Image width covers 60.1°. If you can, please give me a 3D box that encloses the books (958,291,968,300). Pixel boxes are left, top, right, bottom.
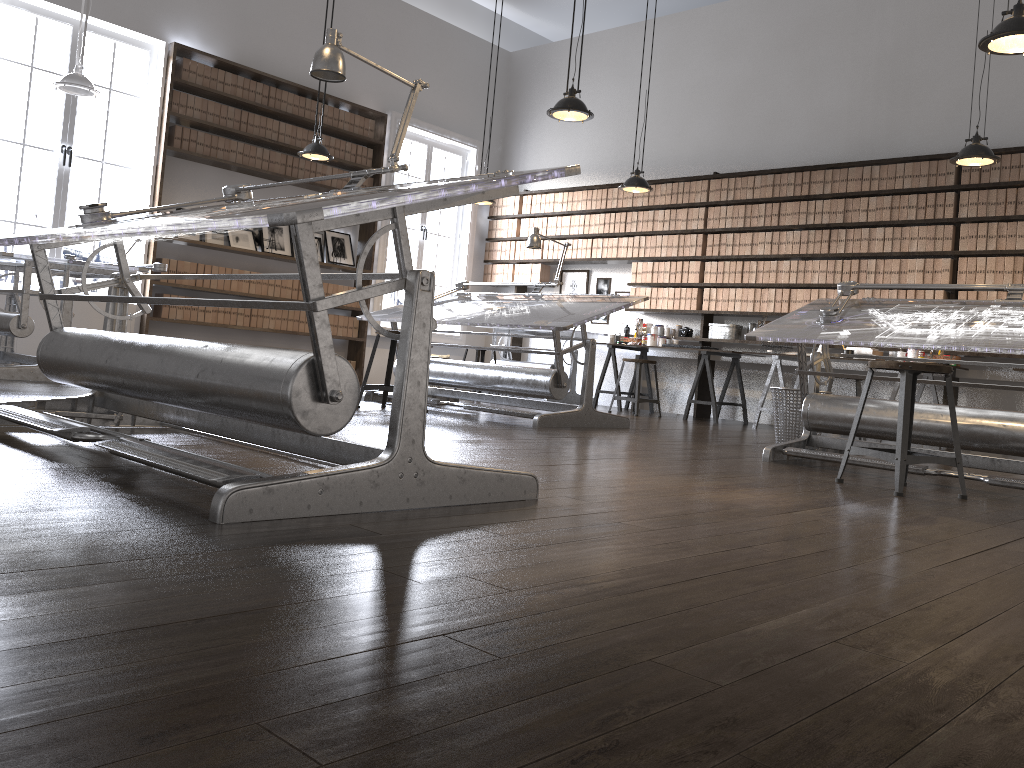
[{"bbox_3d":[3.716,-0.641,7.263,0.067,0.226,0.174,4,-1,43],"label":"books"}]

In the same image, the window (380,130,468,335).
[{"bbox_3d":[-1.066,-1.752,10.416,0.153,2.313,1.241,4,-2,43],"label":"window"}]

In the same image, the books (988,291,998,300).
[{"bbox_3d":[3.874,-0.623,7.110,0.067,0.226,0.174,4,-1,43],"label":"books"}]

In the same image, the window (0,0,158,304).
[{"bbox_3d":[-3.837,-1.927,7.598,0.153,2.501,1.478,4,-2,43],"label":"window"}]

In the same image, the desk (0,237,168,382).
[{"bbox_3d":[-3.123,-0.638,6.106,1.271,1.190,1.168,5,0,43],"label":"desk"}]

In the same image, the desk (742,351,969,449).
[{"bbox_3d":[2.829,0.129,7.472,1.672,0.670,0.654,6,0,43],"label":"desk"}]

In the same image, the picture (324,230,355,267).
[{"bbox_3d":[-1.882,-1.483,9.664,0.161,0.365,0.342,4,-1,43],"label":"picture"}]

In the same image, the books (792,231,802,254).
[{"bbox_3d":[2.695,-1.304,8.267,0.067,0.226,0.174,4,-1,43],"label":"books"}]

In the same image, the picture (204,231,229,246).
[{"bbox_3d":[-2.821,-1.513,8.691,0.083,0.366,0.414,4,-1,43],"label":"picture"}]

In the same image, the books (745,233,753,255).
[{"bbox_3d":[2.341,-1.343,8.597,0.067,0.226,0.174,4,-1,43],"label":"books"}]

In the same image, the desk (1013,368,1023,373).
[{"bbox_3d":[4.394,0.302,6.014,1.672,0.670,0.654,6,0,43],"label":"desk"}]

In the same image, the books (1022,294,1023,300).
[{"bbox_3d":[4.026,-0.606,6.966,0.067,0.226,0.174,4,-1,43],"label":"books"}]

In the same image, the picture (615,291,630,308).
[{"bbox_3d":[1.238,-0.934,9.797,0.251,0.184,0.023,5,-1,43],"label":"picture"}]

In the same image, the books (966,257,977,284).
[{"bbox_3d":[3.778,-0.911,7.234,0.067,0.226,0.174,4,-1,43],"label":"books"}]

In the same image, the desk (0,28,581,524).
[{"bbox_3d":[-0.810,-0.453,2.784,2.073,1.388,1.073,5,0,43],"label":"desk"}]

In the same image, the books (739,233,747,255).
[{"bbox_3d":[2.296,-1.348,8.648,0.067,0.226,0.174,4,-1,43],"label":"books"}]

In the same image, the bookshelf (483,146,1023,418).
[{"bbox_3d":[3.061,-0.416,7.953,9.196,3.211,0.372,6,-1,43],"label":"bookshelf"}]

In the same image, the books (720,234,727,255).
[{"bbox_3d":[2.141,-1.365,8.793,0.067,0.226,0.174,4,-1,43],"label":"books"}]

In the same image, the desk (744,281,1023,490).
[{"bbox_3d":[2.305,-0.208,4.221,2.073,1.388,1.073,5,0,43],"label":"desk"}]

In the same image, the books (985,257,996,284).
[{"bbox_3d":[3.881,-0.899,7.136,0.067,0.226,0.174,4,-1,43],"label":"books"}]

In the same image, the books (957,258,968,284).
[{"bbox_3d":[3.729,-0.916,7.283,0.067,0.226,0.174,4,-1,43],"label":"books"}]

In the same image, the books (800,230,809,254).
[{"bbox_3d":[2.748,-1.298,8.218,0.067,0.226,0.174,4,-1,43],"label":"books"}]

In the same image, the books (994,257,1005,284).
[{"bbox_3d":[3.928,-0.894,7.094,0.067,0.226,0.174,4,-1,43],"label":"books"}]

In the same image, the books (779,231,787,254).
[{"bbox_3d":[2.596,-1.315,8.369,0.067,0.226,0.174,4,-1,43],"label":"books"}]

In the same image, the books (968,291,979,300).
[{"bbox_3d":[3.767,-0.635,7.209,0.067,0.226,0.174,4,-1,43],"label":"books"}]

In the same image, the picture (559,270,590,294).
[{"bbox_3d":[0.713,-1.036,10.279,0.416,0.575,0.040,5,-2,43],"label":"picture"}]

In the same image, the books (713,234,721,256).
[{"bbox_3d":[2.082,-1.372,8.840,0.067,0.226,0.174,4,-1,43],"label":"books"}]

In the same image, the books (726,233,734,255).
[{"bbox_3d":[2.189,-1.360,8.741,0.067,0.226,0.174,4,-1,43],"label":"books"}]

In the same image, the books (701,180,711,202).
[{"bbox_3d":[1.997,-1.937,8.980,0.067,0.226,0.174,4,-1,43],"label":"books"}]

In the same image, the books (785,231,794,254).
[{"bbox_3d":[2.644,-1.309,8.319,0.067,0.226,0.174,4,-1,43],"label":"books"}]

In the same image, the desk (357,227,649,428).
[{"bbox_3d":[-0.145,-0.480,6.505,2.284,1.388,1.073,6,0,43],"label":"desk"}]

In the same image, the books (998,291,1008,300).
[{"bbox_3d":[3.929,-0.617,7.065,0.067,0.226,0.174,4,-1,43],"label":"books"}]

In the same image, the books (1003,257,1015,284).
[{"bbox_3d":[3.974,-0.889,7.045,0.067,0.226,0.174,4,-1,43],"label":"books"}]

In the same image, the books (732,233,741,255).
[{"bbox_3d":[2.244,-1.354,8.696,0.067,0.226,0.174,4,-1,43],"label":"books"}]

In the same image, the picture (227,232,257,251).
[{"bbox_3d":[-2.672,-1.430,8.746,0.145,0.229,0.299,4,0,43],"label":"picture"}]

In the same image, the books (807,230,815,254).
[{"bbox_3d":[2.797,-1.293,8.178,0.067,0.226,0.174,4,-1,43],"label":"books"}]

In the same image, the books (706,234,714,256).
[{"bbox_3d":[2.032,-1.377,8.895,0.067,0.226,0.174,4,-1,43],"label":"books"}]

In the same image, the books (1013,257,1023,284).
[{"bbox_3d":[4.027,-0.883,7.003,0.067,0.226,0.174,4,-1,43],"label":"books"}]

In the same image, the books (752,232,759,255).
[{"bbox_3d":[2.393,-1.337,8.555,0.067,0.226,0.174,4,-1,43],"label":"books"}]

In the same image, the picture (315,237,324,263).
[{"bbox_3d":[-2.131,-1.429,9.381,0.127,0.291,0.289,4,-1,43],"label":"picture"}]

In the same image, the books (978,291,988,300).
[{"bbox_3d":[3.825,-0.629,7.162,0.067,0.226,0.174,4,-1,43],"label":"books"}]

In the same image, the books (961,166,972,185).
[{"bbox_3d":[3.782,-1.739,7.325,0.067,0.226,0.174,4,-1,43],"label":"books"}]

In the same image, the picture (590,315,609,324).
[{"bbox_3d":[0.996,-0.767,10.001,0.251,0.184,0.023,5,-1,43],"label":"picture"}]

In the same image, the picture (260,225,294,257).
[{"bbox_3d":[-2.409,-1.498,9.065,0.149,0.392,0.372,4,-1,43],"label":"picture"}]

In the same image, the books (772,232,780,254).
[{"bbox_3d":[2.544,-1.321,8.416,0.067,0.226,0.174,4,-1,43],"label":"books"}]

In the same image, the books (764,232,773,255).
[{"bbox_3d":[2.490,-1.326,8.461,0.067,0.226,0.174,4,-1,43],"label":"books"}]

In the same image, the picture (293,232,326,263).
[{"bbox_3d":[-2.167,-1.467,9.401,0.095,0.361,0.432,4,-1,43],"label":"picture"}]

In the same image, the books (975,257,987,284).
[{"bbox_3d":[3.827,-0.905,7.184,0.067,0.226,0.174,4,-1,43],"label":"books"}]

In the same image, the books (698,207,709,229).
[{"bbox_3d":[1.968,-1.661,8.978,0.067,0.226,0.174,4,-1,43],"label":"books"}]

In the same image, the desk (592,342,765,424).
[{"bbox_3d":[1.540,-0.014,8.674,1.672,0.670,0.654,6,0,43],"label":"desk"}]

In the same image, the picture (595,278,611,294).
[{"bbox_3d":[1.030,-1.059,10.004,0.202,0.285,0.022,4,-2,42],"label":"picture"}]

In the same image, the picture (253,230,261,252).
[{"bbox_3d":[-2.532,-1.515,9.009,0.091,0.406,0.368,4,-1,43],"label":"picture"}]

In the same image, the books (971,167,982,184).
[{"bbox_3d":[3.833,-1.734,7.270,0.067,0.226,0.174,4,-1,43],"label":"books"}]

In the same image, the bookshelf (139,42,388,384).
[{"bbox_3d":[-2.528,-1.199,8.986,0.413,3.728,2.466,4,-2,43],"label":"bookshelf"}]

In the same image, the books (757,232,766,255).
[{"bbox_3d":[2.438,-1.332,8.511,0.067,0.226,0.174,4,-1,43],"label":"books"}]

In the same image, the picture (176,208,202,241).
[{"bbox_3d":[-3.077,-1.505,8.444,0.058,0.315,0.266,4,-1,43],"label":"picture"}]
